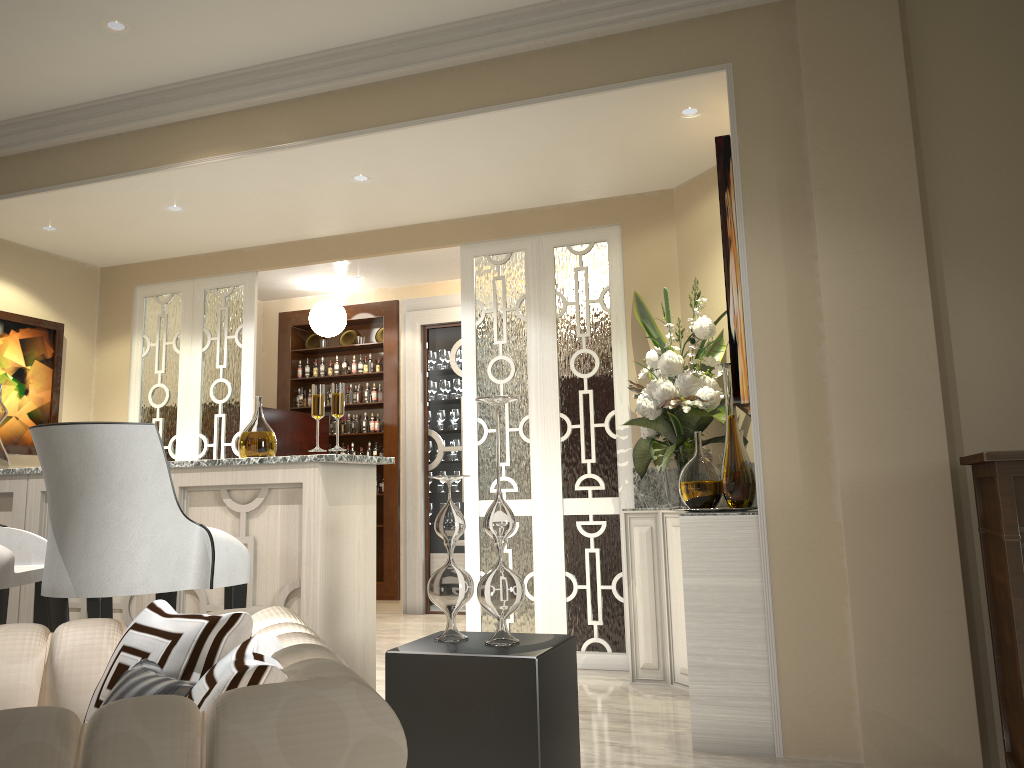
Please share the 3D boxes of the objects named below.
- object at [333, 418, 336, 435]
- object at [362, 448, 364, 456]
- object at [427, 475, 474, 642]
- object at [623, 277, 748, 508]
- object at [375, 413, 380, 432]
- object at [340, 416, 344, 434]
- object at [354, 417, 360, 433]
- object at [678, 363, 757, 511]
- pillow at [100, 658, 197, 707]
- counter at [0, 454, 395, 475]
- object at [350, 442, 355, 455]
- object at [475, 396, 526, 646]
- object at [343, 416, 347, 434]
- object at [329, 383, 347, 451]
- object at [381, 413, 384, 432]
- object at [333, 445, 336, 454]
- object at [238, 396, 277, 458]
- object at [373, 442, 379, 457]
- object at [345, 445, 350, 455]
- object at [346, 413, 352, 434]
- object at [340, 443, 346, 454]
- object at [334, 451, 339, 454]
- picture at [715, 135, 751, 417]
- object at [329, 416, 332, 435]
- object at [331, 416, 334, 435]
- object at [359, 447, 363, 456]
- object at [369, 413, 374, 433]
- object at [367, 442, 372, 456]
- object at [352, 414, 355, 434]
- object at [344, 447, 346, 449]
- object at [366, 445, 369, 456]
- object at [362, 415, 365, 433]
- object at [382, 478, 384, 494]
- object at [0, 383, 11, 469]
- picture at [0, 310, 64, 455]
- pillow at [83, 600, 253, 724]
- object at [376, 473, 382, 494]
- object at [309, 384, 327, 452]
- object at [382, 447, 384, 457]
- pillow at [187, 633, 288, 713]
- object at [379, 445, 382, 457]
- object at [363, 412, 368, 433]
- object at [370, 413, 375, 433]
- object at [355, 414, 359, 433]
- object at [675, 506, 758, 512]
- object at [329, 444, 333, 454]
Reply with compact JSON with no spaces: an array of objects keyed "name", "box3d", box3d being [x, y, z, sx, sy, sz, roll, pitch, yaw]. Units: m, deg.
[{"name":"object","box3d":[-1.230,0.283,6.166,0.036,0.149,0.037,-5,-11,21]},{"name":"object","box3d":[-1.031,0.495,6.084,0.031,0.115,0.032,-5,-10,17]},{"name":"object","box3d":[-0.162,0.452,2.325,0.120,0.420,0.120,-6,-11,24]},{"name":"object","box3d":[0.690,0.012,3.484,0.540,0.967,0.612,-4,-10,17]},{"name":"object","box3d":[-0.914,0.265,6.042,0.031,0.138,0.037,-3,-10,8]},{"name":"object","box3d":[-1.184,0.293,6.192,0.037,0.133,0.038,-5,-10,18]},{"name":"object","box3d":[-1.073,0.279,6.147,0.042,0.143,0.043,-5,-10,21]},{"name":"object","box3d":[0.640,0.175,2.826,0.237,0.462,0.202,-5,-10,22]},{"name":"pillow","box3d":[-0.497,0.476,1.168,0.126,0.189,0.237,5,-10,-34]},{"name":"counter","box3d":[-1.550,0.310,3.142,2.335,0.021,0.376,-4,-8,19]},{"name":"object","box3d":[-1.084,0.472,6.027,0.036,0.149,0.037,-5,-10,19]},{"name":"object","box3d":[-0.032,0.342,2.264,0.121,0.618,0.120,-4,-10,15]},{"name":"object","box3d":[-1.155,0.287,6.153,0.037,0.133,0.038,-6,-11,22]},{"name":"object","box3d":[-0.550,0.103,2.797,0.055,0.214,0.055,-4,-10,15]},{"name":"object","box3d":[-0.869,0.263,6.017,0.045,0.133,0.038,7,-13,-39]},{"name":"object","box3d":[-1.220,0.493,6.119,0.031,0.138,0.032,-5,-11,21]},{"name":"object","box3d":[-0.829,0.146,2.891,0.119,0.214,0.119,-6,-10,24]},{"name":"object","box3d":[-0.915,0.464,5.967,0.042,0.143,0.043,-6,-11,23]},{"name":"object","box3d":[-1.120,0.484,6.049,0.037,0.133,0.038,-6,-11,23]},{"name":"object","box3d":[-1.125,0.273,6.112,0.036,0.149,0.037,-6,-11,23]},{"name":"object","box3d":[-1.157,0.479,6.063,0.036,0.149,0.037,-5,-11,21]},{"name":"object","box3d":[-1.204,0.488,6.078,0.031,0.138,0.032,-5,-10,20]},{"name":"picture","box3d":[0.797,-0.343,3.084,0.049,0.884,0.592,-5,-10,20]},{"name":"object","box3d":[-1.269,0.291,6.155,0.037,0.133,0.038,-6,-11,22]},{"name":"object","box3d":[-1.265,0.295,6.230,0.043,0.143,0.044,6,-12,-36]},{"name":"object","box3d":[-1.027,0.486,6.016,0.032,0.116,0.034,-4,-10,16]},{"name":"object","box3d":[-0.960,0.269,6.087,0.042,0.143,0.043,-5,-10,21]},{"name":"object","box3d":[-0.963,0.465,5.992,0.036,0.149,0.037,-6,-11,22]},{"name":"object","box3d":[-1.104,0.282,6.183,0.036,0.149,0.037,-4,-10,14]},{"name":"object","box3d":[-1.155,0.497,6.114,0.042,0.125,0.043,-5,-10,18]},{"name":"object","box3d":[-0.980,0.481,6.050,0.037,0.133,0.038,-5,-10,21]},{"name":"object","box3d":[-1.020,0.279,6.115,0.037,0.133,0.038,-6,-11,22]},{"name":"object","box3d":[-0.856,0.669,5.952,0.031,0.138,0.032,-5,-11,22]},{"name":"object","box3d":[-1.912,0.163,3.282,0.109,0.333,0.108,-6,-11,24]},{"name":"picture","box3d":[-2.485,-0.005,4.364,0.049,0.699,0.592,-5,-9,20]},{"name":"pillow","box3d":[-0.528,0.468,1.337,0.279,0.251,0.183,-9,-12,42]},{"name":"object","box3d":[-0.908,0.674,6.003,0.042,0.143,0.125,-3,-9,8]},{"name":"object","box3d":[-0.618,0.108,2.821,0.055,0.214,0.055,-4,-10,15]},{"name":"object","box3d":[-0.858,0.463,5.956,0.031,0.138,0.032,-5,-11,22]},{"name":"pillow","box3d":[-0.350,0.441,1.082,0.164,0.225,0.249,1,-9,-17]},{"name":"object","box3d":[-0.903,0.482,6.046,0.042,0.125,0.043,-5,-10,18]},{"name":"object","box3d":[-1.002,0.263,6.054,0.036,0.149,0.037,-6,-11,23]},{"name":"object","box3d":[-0.949,0.263,6.022,0.031,0.138,0.032,-5,-11,21]},{"name":"object","box3d":[-1.066,0.275,6.090,0.031,0.138,0.032,-5,-11,21]},{"name":"object","box3d":[0.649,0.396,2.791,0.271,0.013,0.269,-2,-7,4]},{"name":"object","box3d":[-1.263,0.492,6.144,0.036,0.149,0.037,-5,-10,20]}]
